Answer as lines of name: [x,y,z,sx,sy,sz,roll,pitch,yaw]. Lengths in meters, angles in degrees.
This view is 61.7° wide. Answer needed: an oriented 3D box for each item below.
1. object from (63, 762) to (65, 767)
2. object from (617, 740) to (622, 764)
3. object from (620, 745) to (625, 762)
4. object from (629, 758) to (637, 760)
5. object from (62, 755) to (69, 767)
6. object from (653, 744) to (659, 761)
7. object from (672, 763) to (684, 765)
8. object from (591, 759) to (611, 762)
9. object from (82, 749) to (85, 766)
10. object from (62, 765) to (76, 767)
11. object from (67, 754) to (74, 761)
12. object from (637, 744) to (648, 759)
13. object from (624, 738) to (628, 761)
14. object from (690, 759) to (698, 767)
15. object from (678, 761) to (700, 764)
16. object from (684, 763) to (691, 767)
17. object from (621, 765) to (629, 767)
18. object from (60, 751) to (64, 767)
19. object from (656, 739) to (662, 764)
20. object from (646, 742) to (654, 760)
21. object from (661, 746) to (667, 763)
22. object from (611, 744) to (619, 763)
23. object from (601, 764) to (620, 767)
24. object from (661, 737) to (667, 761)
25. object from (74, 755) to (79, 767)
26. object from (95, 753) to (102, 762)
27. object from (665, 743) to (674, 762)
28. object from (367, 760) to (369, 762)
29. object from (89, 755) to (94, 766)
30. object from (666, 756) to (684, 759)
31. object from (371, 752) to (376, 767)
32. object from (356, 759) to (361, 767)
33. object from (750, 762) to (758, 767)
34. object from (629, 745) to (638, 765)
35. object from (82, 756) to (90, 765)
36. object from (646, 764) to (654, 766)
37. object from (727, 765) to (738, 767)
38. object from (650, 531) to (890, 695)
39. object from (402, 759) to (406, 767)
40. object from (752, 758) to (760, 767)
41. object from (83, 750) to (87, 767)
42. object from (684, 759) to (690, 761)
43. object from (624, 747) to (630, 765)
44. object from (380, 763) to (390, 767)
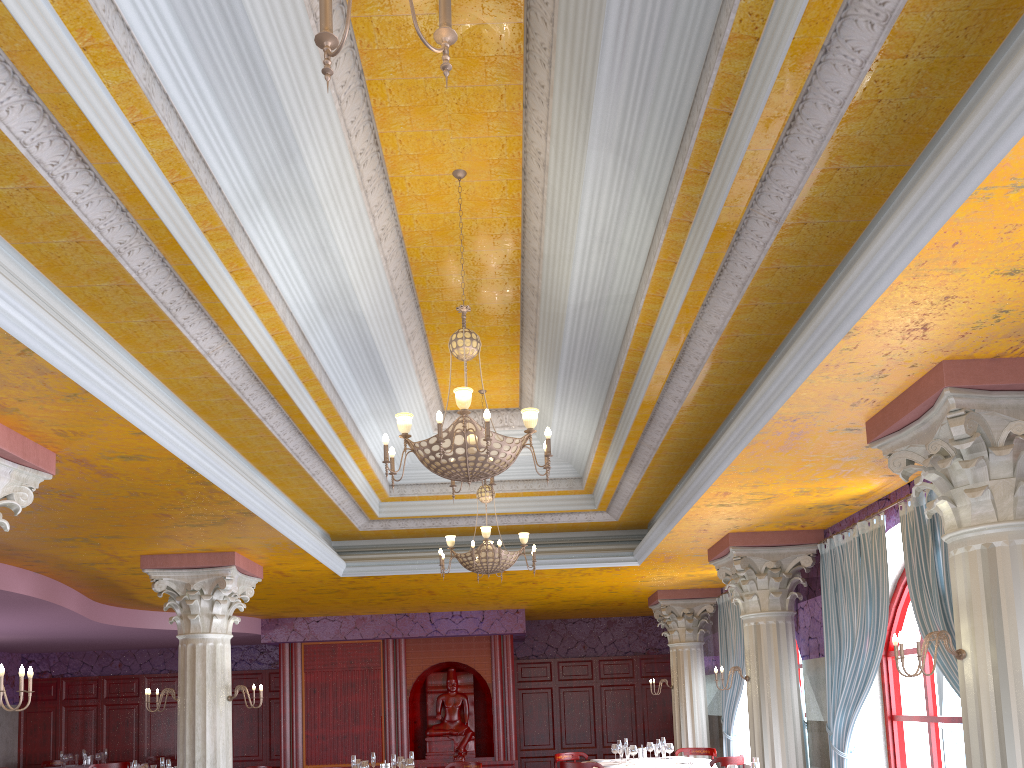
object: [-8.536,7.215,16.325,0.086,0.228,0.089,1,-9,-20]
object: [1.508,5.156,11.992,0.075,0.323,0.075,-7,-9,36]
object: [1.586,5.358,12.409,0.086,0.228,0.089,1,-9,-20]
object: [1.801,5.626,12.844,0.160,0.009,0.167,-9,-22,18]
object: [-8.467,7.164,16.233,0.124,0.254,0.125,-9,-11,35]
object: [2.095,5.347,12.431,0.087,0.228,0.088,-6,-9,24]
object: [2.252,5.105,11.505,0.028,0.013,0.240,14,-26,-41]
object: [1.312,5.580,12.692,0.313,0.023,0.332,-2,-20,0]
object: [-8.472,7.391,16.933,0.074,0.323,0.076,-1,-7,-9]
object: [-8.830,7.627,17.115,0.314,0.023,0.331,5,-22,-19]
object: [-8.651,7.370,16.763,0.124,0.254,0.125,-9,-11,35]
object: [1.861,5.262,12.254,0.144,0.203,0.074,2,-9,-20]
object: [1.670,5.344,12.510,0.075,0.323,0.075,-7,-9,36]
object: [1.651,3.561,7.751,0.074,0.323,0.076,2,-8,-31]
object: [2.397,5.137,11.619,0.313,0.023,0.332,-2,-20,0]
object: [1.490,3.373,7.233,0.074,0.323,0.076,-4,-7,13]
object: [1.486,5.126,11.491,0.262,0.019,0.057,16,-26,-39]
object: [-8.634,7.203,16.415,0.074,0.323,0.076,-1,-7,-9]
object: [2.028,5.076,11.834,0.075,0.323,0.075,-7,-9,36]
object: [2.025,5.372,12.526,0.122,0.254,0.127,-1,-9,-9]
object: [2.115,5.156,11.925,0.086,0.228,0.089,1,-9,-20]
object: [1.491,5.323,12.341,0.123,0.254,0.127,-4,-9,13]
object: [1.314,5.176,11.614,0.313,0.023,0.332,-2,-20,0]
object: [2.189,5.264,12.351,0.075,0.323,0.075,-7,-9,36]
object: [-8.556,7.405,16.832,0.086,0.228,0.089,1,-9,-20]
object: [-7.933,7.213,16.419,0.123,0.254,0.127,-4,-9,13]
object: [2.209,5.166,11.996,0.123,0.254,0.127,-4,-9,13]
object: [-1.893,4.996,11.086,0.087,0.228,0.088,-6,-9,24]
object: [-8.027,7.203,16.348,0.086,0.228,0.089,1,-9,-20]
object: [2.396,5.541,12.698,0.313,0.023,0.332,-2,-20,0]
object: [-1.809,4.982,11.188,0.075,0.323,0.075,-7,-9,36]
object: [-1.988,4.961,11.018,0.122,0.254,0.127,-1,-9,-9]
object: [2.009,3.293,7.075,0.075,0.323,0.075,-7,-9,36]
object: [1.675,5.117,11.810,0.123,0.254,0.126,3,-11,-31]
object: [-8.281,7.309,16.677,0.144,0.203,0.074,2,-9,-20]
object: [1.862,5.120,11.501,0.163,0.009,0.163,-18,-26,37]
object: [2.006,3.589,7.767,0.122,0.254,0.127,-1,-9,-9]
object: [3.347,1.666,4.729,2.092,3.430,30.874,-2,-20,-1]
object: [-1.385,4.985,11.108,0.086,0.228,0.089,-3,-8,2]
object: [2.171,3.481,7.592,0.074,0.323,0.076,-1,-7,-9]
object: [-8.115,7.124,16.257,0.074,0.323,0.076,-1,-7,-9]
object: [2.506,5.360,12.205,0.160,0.009,0.167,-9,-22,18]
object: [1.607,5.167,11.903,0.086,0.228,0.089,1,-9,-20]
object: [-1.618,4.900,10.932,0.144,0.203,0.074,2,-9,-20]
